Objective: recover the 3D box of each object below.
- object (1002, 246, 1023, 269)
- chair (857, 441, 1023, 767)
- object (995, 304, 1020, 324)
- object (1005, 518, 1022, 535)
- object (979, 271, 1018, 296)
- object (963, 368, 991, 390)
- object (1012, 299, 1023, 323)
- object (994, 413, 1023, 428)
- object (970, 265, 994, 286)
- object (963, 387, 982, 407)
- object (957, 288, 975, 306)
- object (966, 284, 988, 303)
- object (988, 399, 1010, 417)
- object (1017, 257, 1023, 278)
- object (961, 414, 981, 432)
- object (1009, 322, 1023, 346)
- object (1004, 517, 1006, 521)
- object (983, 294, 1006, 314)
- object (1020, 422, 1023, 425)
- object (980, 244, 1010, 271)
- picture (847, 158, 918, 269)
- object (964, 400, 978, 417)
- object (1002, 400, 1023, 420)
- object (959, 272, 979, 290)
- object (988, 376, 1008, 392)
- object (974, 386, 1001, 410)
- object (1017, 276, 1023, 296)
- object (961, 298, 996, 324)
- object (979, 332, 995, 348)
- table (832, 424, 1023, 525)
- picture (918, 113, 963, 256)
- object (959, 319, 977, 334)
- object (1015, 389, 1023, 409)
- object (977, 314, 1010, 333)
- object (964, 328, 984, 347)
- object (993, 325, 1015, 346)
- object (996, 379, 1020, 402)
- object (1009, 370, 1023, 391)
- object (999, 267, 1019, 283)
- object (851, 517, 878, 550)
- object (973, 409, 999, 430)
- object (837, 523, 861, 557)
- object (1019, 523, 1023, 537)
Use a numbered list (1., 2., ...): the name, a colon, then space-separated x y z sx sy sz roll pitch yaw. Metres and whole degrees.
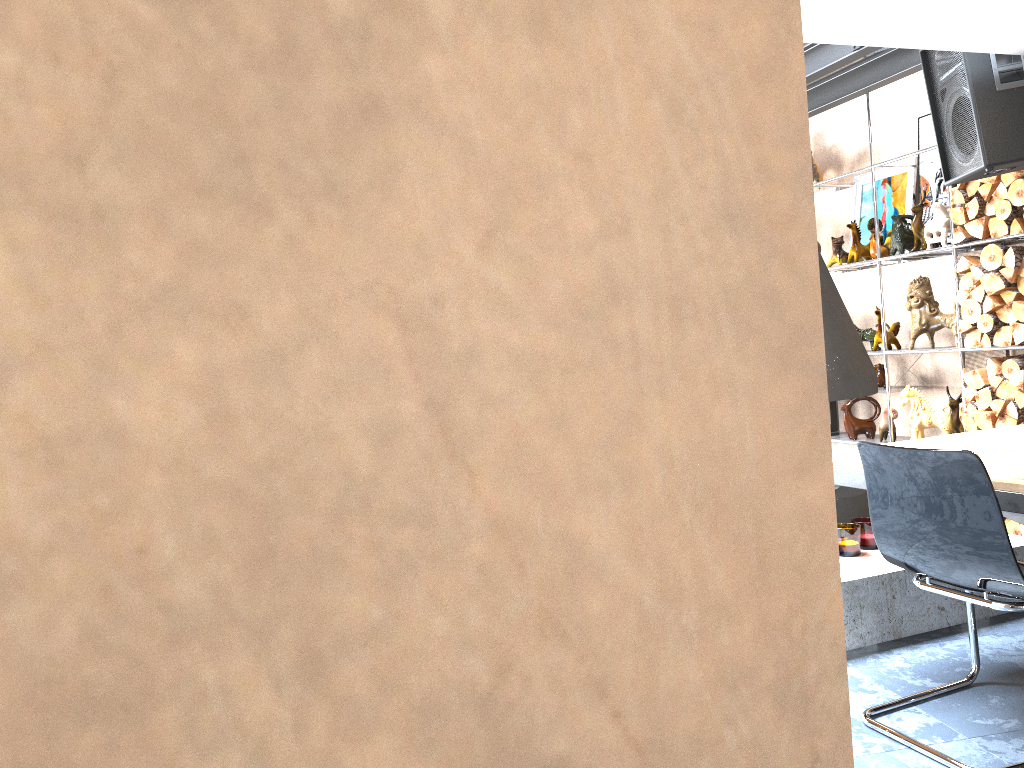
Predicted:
1. object: 2.675 -0.656 4.602 0.289 0.121 0.107 -5 2 -19
2. chair: 1.328 0.556 2.493 0.599 0.825 0.527 -5 2 -20
3. object: 2.716 -0.377 4.691 0.288 0.118 0.147 -5 2 -24
4. object: 2.785 0.731 4.741 0.299 0.114 0.135 -5 2 -22
5. object: 2.658 -0.538 4.694 0.322 0.128 0.164 -5 2 -21
6. object: 2.648 -0.036 4.868 0.299 0.119 0.151 -5 2 -18
7. object: 2.736 -0.392 4.588 0.329 0.135 0.095 -5 2 -24
8. object: 2.719 0.192 4.719 0.288 0.118 0.147 -5 2 -24
9. object: 2.650 -0.599 4.787 0.362 0.115 0.098 -5 2 -21
10. object: 2.652 0.062 4.931 0.308 0.120 0.097 -5 2 -25
11. object: 2.610 -0.469 4.896 0.310 0.121 0.111 -5 2 -21
12. object: 2.637 -0.498 4.813 0.329 0.107 0.128 -5 2 -20
13. object: 2.703 0.115 4.742 0.330 0.098 0.107 -5 2 -24
14. object: 2.751 -0.604 4.529 0.299 0.119 0.151 -5 2 -18
15. object: 2.661 0.208 4.928 0.321 0.109 0.110 -5 2 -20
16. object: 2.773 -0.269 4.595 0.362 0.131 0.154 -5 2 -20
17. object: 2.727 0.747 4.837 0.303 0.095 0.087 -5 2 -20
18. object: 2.679 -0.440 4.735 0.331 0.110 0.101 -5 2 -18
19. object: 2.765 0.229 4.643 0.330 0.098 0.103 -5 2 -23
20. object: 2.645 -0.671 4.696 0.312 0.150 0.140 -5 2 -24
21. picture: 2.412 -1.101 5.794 0.136 0.625 0.544 -5 2 -20
22. object: 2.656 0.115 4.911 0.331 0.110 0.107 -5 2 -22
23. object: 2.747 0.127 4.672 0.331 0.110 0.101 -5 2 -18
24. object: 2.622 -0.569 4.885 0.299 0.114 0.135 -5 2 -22
25. object: 2.711 -0.011 4.773 0.303 0.090 0.098 -5 2 -21
26. object: 2.667 0.059 4.831 0.290 0.153 0.112 -5 2 -23
27. object: 2.747 -0.509 4.572 0.290 0.153 0.112 -5 2 -23
28. object: 2.613 -0.405 4.842 0.286 0.143 0.143 -5 2 -21
29. object: 2.678 -0.250 4.812 0.303 0.095 0.087 -5 2 -20
30. table: 2.592 0.463 0.499 1.185 0.927 5.999 -5 2 -20
31. picture: 2.625 -1.223 5.269 0.090 0.863 0.529 -5 2 -20
32. object: 2.616 -0.327 4.905 0.303 0.088 0.095 -5 2 -22
33. object: 2.779 0.068 4.591 0.329 0.107 0.128 -5 2 -20
34. object: 2.649 -0.332 4.768 0.312 0.110 0.103 -5 2 -24
35. object: 2.652 -0.261 4.896 0.287 0.112 0.126 -5 2 -21
36. object: 2.715 -0.263 4.708 0.299 0.114 0.135 -5 2 -22
37. object: 2.751 0.024 4.707 0.322 0.128 0.164 -5 2 -21
38. object: 2.750 -0.031 4.611 0.362 0.115 0.098 -5 2 -21
39. object: 2.693 -0.575 4.626 0.303 0.090 0.098 -5 2 -21
40. object: 1.459 0.615 3.646 0.114 0.117 0.114 -6 2 -35
41. object: 2.689 0.177 4.832 0.374 0.131 0.115 -5 2 -25
42. object: 1.344 0.627 3.561 0.114 0.117 0.114 -6 2 -35
43. object: 2.855 0.724 4.632 0.428 0.131 0.154 -5 2 -20
